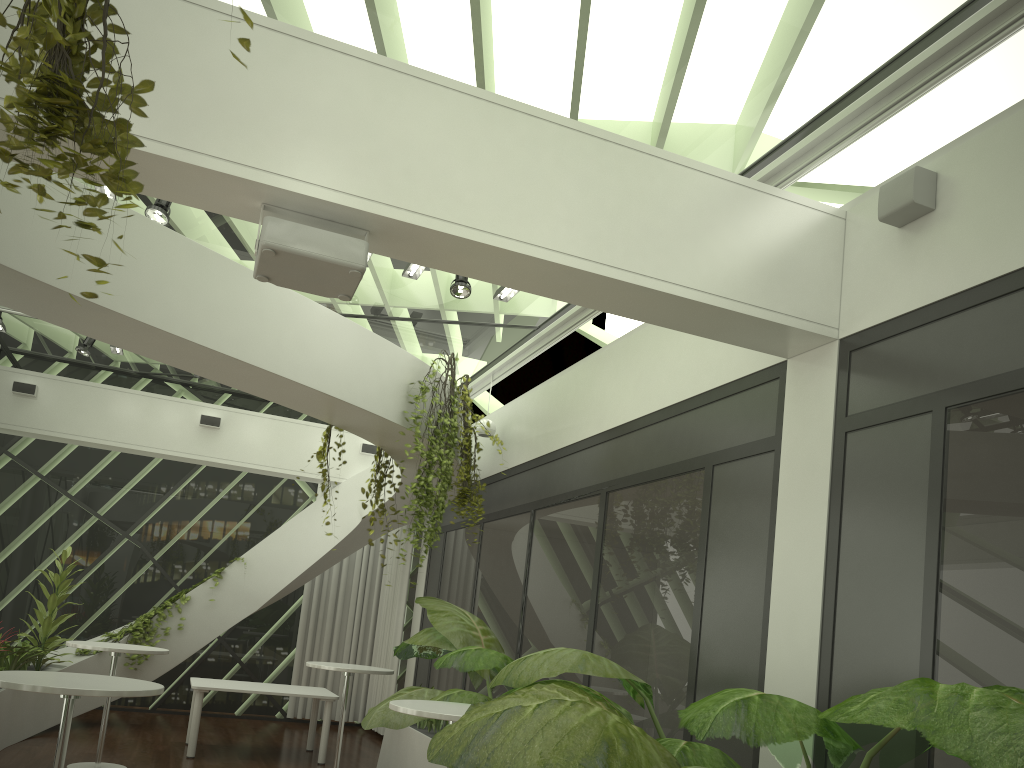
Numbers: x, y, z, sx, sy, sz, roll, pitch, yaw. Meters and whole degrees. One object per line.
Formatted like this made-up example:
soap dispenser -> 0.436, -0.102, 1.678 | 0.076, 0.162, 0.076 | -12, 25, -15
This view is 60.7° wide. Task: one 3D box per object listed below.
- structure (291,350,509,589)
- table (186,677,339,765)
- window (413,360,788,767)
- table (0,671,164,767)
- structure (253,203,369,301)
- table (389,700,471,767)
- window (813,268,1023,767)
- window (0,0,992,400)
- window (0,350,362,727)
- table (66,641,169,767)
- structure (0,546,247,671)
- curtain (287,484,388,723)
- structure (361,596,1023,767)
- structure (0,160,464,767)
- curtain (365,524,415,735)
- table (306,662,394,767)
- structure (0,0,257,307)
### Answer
structure -> -0.960, 0.720, 7.541 | 1.437, 2.026, 1.678 | -1, -13, 34
table -> -2.753, 3.657, 9.514 | 1.514, 0.702, 1.089 | 11, -14, -19
window -> 0.116, 2.260, 8.029 | 0.050, 3.161, 7.332 | 9, -15, -19
table -> -2.323, 2.070, 4.486 | 0.853, 1.072, 0.882 | 3, -11, 15
structure -> -0.868, -0.572, 3.782 | 0.466, 0.270, 0.395 | 11, -14, -19
table -> -0.367, 2.489, 5.212 | 0.853, 1.072, 0.882 | 3, -11, 15
window -> 2.802, 0.538, 1.025 | 0.050, 3.161, 7.241 | 9, -15, -19
window -> -1.239, -1.823, 4.813 | 5.739, 0.054, 17.070 | 12, -17, -18
window -> -4.430, 2.306, 12.289 | 5.791, 4.542, 0.038 | 11, -8, -20
table -> -3.602, 2.889, 7.821 | 0.853, 1.072, 0.882 | 3, -11, 15
structure -> -4.771, 2.267, 8.908 | 2.028, 1.629, 4.924 | 4, -15, 12
curtain -> -2.392, 2.843, 12.782 | 1.241, 4.000, 0.162 | 9, -8, -21
structure -> 0.140, 2.026, 4.817 | 1.798, 1.673, 9.085 | 10, -16, -19
structure -> 0.041, -0.069, 0.077 | 5.952, 4.117, 24.948 | 9, -16, -13
curtain -> -1.620, 2.764, 12.216 | 0.161, 4.000, 1.013 | 9, -8, -20
table -> -1.646, 3.309, 8.547 | 0.853, 1.072, 0.882 | 3, -11, 15
structure -> -1.175, -1.061, 1.670 | 4.630, 2.264, 1.484 | -3, -13, 33
